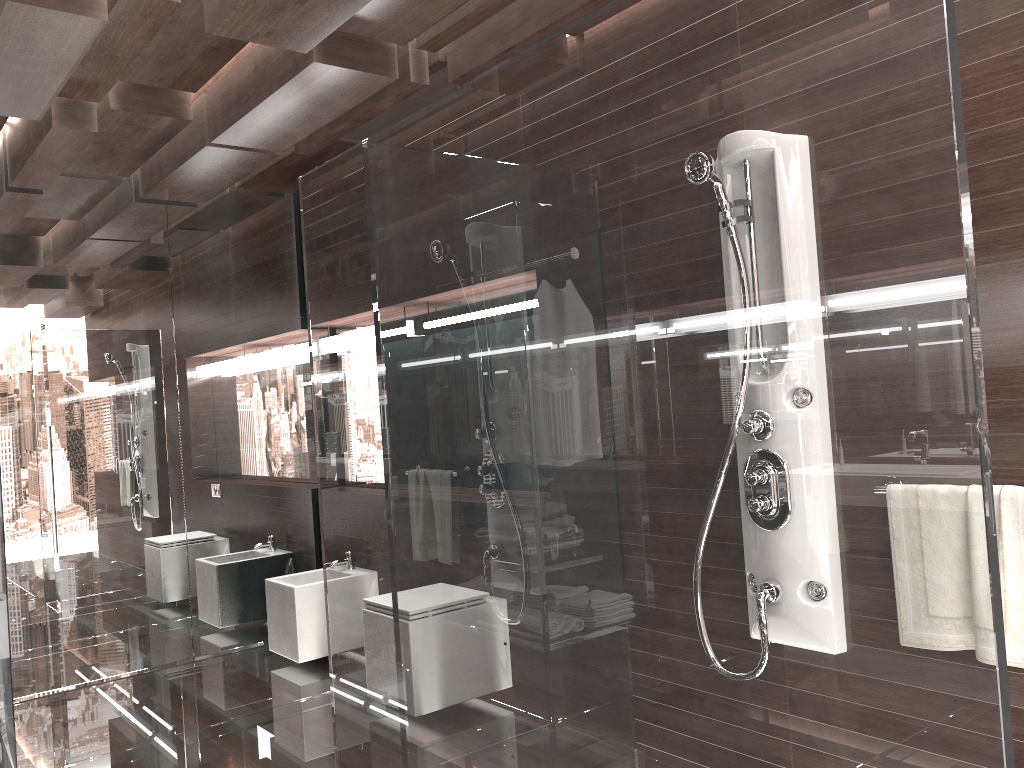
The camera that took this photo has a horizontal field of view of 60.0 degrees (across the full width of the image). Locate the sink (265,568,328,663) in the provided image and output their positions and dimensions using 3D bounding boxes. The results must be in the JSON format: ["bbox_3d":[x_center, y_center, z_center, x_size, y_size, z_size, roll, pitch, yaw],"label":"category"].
[{"bbox_3d":[-0.948,1.096,4.483,0.469,0.456,0.357,-3,-2,-38],"label":"sink"}]

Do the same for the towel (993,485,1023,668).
[{"bbox_3d":[1.088,0.448,2.125,0.352,0.414,0.097,-5,-2,45],"label":"towel"}]
